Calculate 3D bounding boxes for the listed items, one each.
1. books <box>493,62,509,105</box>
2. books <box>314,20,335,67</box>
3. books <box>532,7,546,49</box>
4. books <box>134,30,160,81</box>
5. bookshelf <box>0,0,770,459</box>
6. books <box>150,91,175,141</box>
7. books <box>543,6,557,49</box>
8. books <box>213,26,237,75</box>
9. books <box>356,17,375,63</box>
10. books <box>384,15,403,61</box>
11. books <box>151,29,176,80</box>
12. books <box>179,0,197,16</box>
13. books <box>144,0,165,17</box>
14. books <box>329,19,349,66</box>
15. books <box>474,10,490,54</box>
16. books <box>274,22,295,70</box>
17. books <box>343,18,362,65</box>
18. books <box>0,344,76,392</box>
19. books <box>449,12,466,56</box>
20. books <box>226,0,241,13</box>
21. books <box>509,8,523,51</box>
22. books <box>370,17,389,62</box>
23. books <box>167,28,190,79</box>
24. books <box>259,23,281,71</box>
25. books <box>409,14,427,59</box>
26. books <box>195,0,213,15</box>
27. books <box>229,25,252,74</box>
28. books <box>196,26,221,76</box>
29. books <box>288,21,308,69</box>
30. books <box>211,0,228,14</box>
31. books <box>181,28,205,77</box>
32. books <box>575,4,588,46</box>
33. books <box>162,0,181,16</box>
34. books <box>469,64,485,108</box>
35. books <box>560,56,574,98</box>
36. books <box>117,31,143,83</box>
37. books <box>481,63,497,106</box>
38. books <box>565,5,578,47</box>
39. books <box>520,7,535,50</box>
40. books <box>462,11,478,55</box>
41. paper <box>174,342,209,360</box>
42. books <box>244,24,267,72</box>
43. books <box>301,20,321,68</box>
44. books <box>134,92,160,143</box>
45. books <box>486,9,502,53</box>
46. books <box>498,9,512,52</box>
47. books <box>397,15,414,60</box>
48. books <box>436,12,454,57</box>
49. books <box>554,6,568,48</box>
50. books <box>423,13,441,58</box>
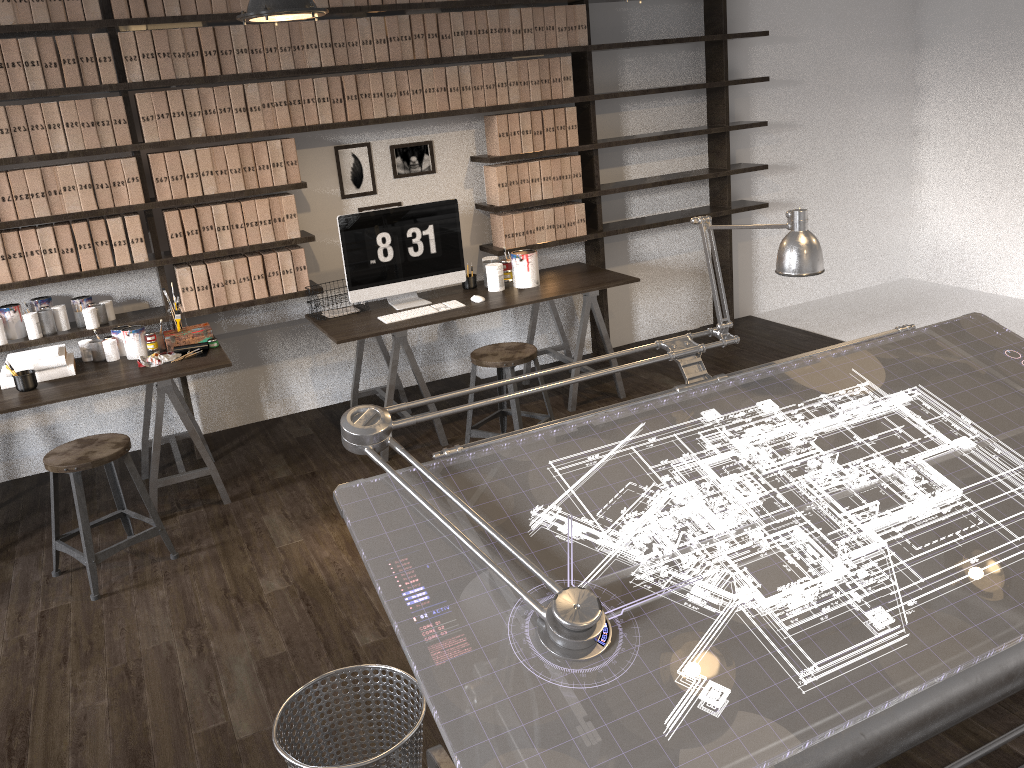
[{"bbox_3d":[-0.093,-1.660,4.903,0.067,0.222,0.176,-13,19,-23],"label":"books"},{"bbox_3d":[-0.959,-1.707,4.460,0.067,0.222,0.176,-13,19,-23],"label":"books"},{"bbox_3d":[0.113,-1.971,4.933,0.067,0.222,0.176,-13,19,-23],"label":"books"},{"bbox_3d":[-1.705,-1.523,4.132,0.067,0.222,0.176,-13,19,-23],"label":"books"},{"bbox_3d":[-2.509,-0.278,4.139,9.215,3.163,0.377,-14,18,-23],"label":"bookshelf"},{"bbox_3d":[-1.669,-1.272,4.211,0.067,0.222,0.176,-13,19,-23],"label":"books"},{"bbox_3d":[0.175,-1.987,4.962,0.067,0.222,0.176,-13,19,-23],"label":"books"},{"bbox_3d":[-1.394,-1.602,4.275,0.067,0.222,0.176,-13,19,-23],"label":"books"},{"bbox_3d":[-0.771,-1.753,4.544,0.067,0.222,0.176,-13,19,-23],"label":"books"},{"bbox_3d":[-0.640,-1.784,4.598,0.067,0.222,0.176,-13,19,-23],"label":"books"},{"bbox_3d":[-1.640,-1.539,4.160,0.067,0.222,0.176,-13,19,-23],"label":"books"},{"bbox_3d":[-1.539,-1.833,4.146,0.067,0.222,0.176,-13,19,-23],"label":"books"},{"bbox_3d":[-1.666,-1.802,4.091,0.067,0.222,0.176,-13,19,-23],"label":"books"},{"bbox_3d":[-0.897,-1.723,4.491,0.067,0.222,0.176,-13,19,-23],"label":"books"},{"bbox_3d":[-0.192,-1.896,4.801,0.067,0.222,0.176,-13,19,-23],"label":"books"},{"bbox_3d":[-1.139,-1.662,4.380,0.067,0.222,0.176,-13,19,-23],"label":"books"},{"bbox_3d":[-0.835,-1.739,4.520,0.067,0.222,0.176,-13,19,-23],"label":"books"},{"bbox_3d":[-2.105,-0.086,3.918,0.295,0.145,0.389,-13,20,-23],"label":"books"},{"bbox_3d":[-0.318,-1.864,4.741,0.067,0.222,0.176,-13,19,-23],"label":"books"},{"bbox_3d":[-1.354,-1.878,4.226,0.067,0.222,0.176,-13,19,-23],"label":"books"},{"bbox_3d":[-0.014,-1.939,4.876,0.067,0.222,0.176,-13,19,-23],"label":"books"},{"bbox_3d":[-0.705,-1.768,4.570,0.067,0.222,0.176,-13,19,-23],"label":"books"},{"bbox_3d":[-1.586,-1.554,4.189,0.067,0.222,0.176,-13,19,-23],"label":"books"},{"bbox_3d":[-1.203,-1.648,4.359,0.067,0.222,0.176,-13,19,-23],"label":"books"},{"bbox_3d":[-0.518,-1.817,4.659,0.067,0.222,0.176,-13,19,-23],"label":"books"},{"bbox_3d":[-1.475,-1.849,4.174,0.067,0.222,0.176,-13,19,-23],"label":"books"},{"bbox_3d":[-1.328,-1.616,4.299,0.067,0.222,0.176,-13,19,-23],"label":"books"},{"bbox_3d":[-1.459,-1.584,4.241,0.067,0.222,0.176,-13,19,-23],"label":"books"},{"bbox_3d":[-1.082,-1.678,4.410,0.067,0.222,0.176,-13,19,-23],"label":"books"},{"bbox_3d":[-1.412,-1.862,4.195,0.067,0.222,0.176,-13,19,-23],"label":"books"},{"bbox_3d":[-1.528,-1.569,4.217,0.067,0.222,0.176,-13,19,-23],"label":"books"},{"bbox_3d":[0.355,-2.029,5.037,0.067,0.222,0.176,-13,19,-23],"label":"books"},{"bbox_3d":[-1.600,-1.817,4.115,0.067,0.222,0.176,-13,19,-23],"label":"books"},{"bbox_3d":[-0.221,-1.630,4.853,0.067,0.222,0.176,-13,19,-23],"label":"books"},{"bbox_3d":[0.276,-1.750,5.065,0.067,0.222,0.176,-13,19,-23],"label":"books"},{"bbox_3d":[-1.772,-1.508,4.106,0.067,0.222,0.176,-13,19,-23],"label":"books"},{"bbox_3d":[-0.158,-1.645,4.878,0.067,0.222,0.176,-13,19,-23],"label":"books"},{"bbox_3d":[0.298,-2.016,5.014,0.067,0.222,0.176,-13,19,-23],"label":"books"},{"bbox_3d":[0.051,-1.954,4.902,0.067,0.222,0.176,-13,19,-23],"label":"books"},{"bbox_3d":[-0.256,-1.881,4.773,0.067,0.222,0.176,-13,19,-23],"label":"books"},{"bbox_3d":[-1.487,-0.153,4.089,0.155,0.038,0.139,-8,19,-9],"label":"paper"},{"bbox_3d":[-1.266,-1.633,4.331,0.067,0.222,0.176,-13,19,-23],"label":"books"},{"bbox_3d":[-1.024,-1.691,4.434,0.067,0.222,0.176,-13,19,-23],"label":"books"},{"bbox_3d":[-1.727,-1.259,4.190,0.067,0.222,0.176,-13,19,-23],"label":"books"},{"bbox_3d":[-0.130,-1.909,4.822,0.067,0.222,0.176,-13,19,-23],"label":"books"},{"bbox_3d":[-0.071,-1.925,4.852,0.067,0.222,0.176,-13,19,-23],"label":"books"},{"bbox_3d":[-0.585,-1.799,4.627,0.067,0.222,0.176,-13,19,-23],"label":"books"},{"bbox_3d":[-0.384,-1.849,4.717,0.067,0.222,0.176,-13,19,-23],"label":"books"},{"bbox_3d":[0.240,-2.000,4.984,0.067,0.222,0.176,-13,19,-23],"label":"books"},{"bbox_3d":[-0.449,-1.832,4.683,0.067,0.222,0.176,-13,19,-23],"label":"books"}]
